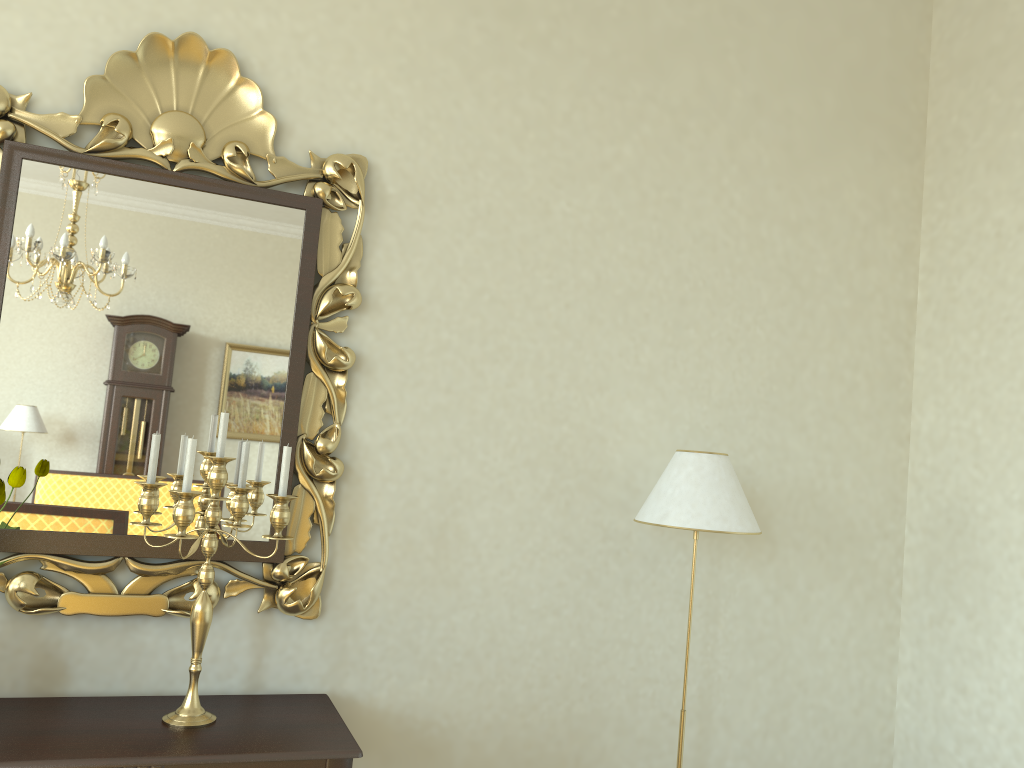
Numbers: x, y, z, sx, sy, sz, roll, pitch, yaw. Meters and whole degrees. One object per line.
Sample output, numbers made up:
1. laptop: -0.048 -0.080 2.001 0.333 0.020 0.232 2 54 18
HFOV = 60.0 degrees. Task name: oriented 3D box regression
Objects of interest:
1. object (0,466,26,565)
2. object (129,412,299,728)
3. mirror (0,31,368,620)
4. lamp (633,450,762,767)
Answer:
1. object: -1.290 0.457 1.991 0.264 0.609 0.242 4 -5 9
2. object: -0.756 0.448 2.202 0.320 0.757 0.320 9 -6 -40
3. mirror: -0.974 -0.183 2.411 1.117 1.612 0.082 7 -5 -21
4. lamp: 0.510 0.977 2.642 0.381 1.552 0.381 7 -5 -21
